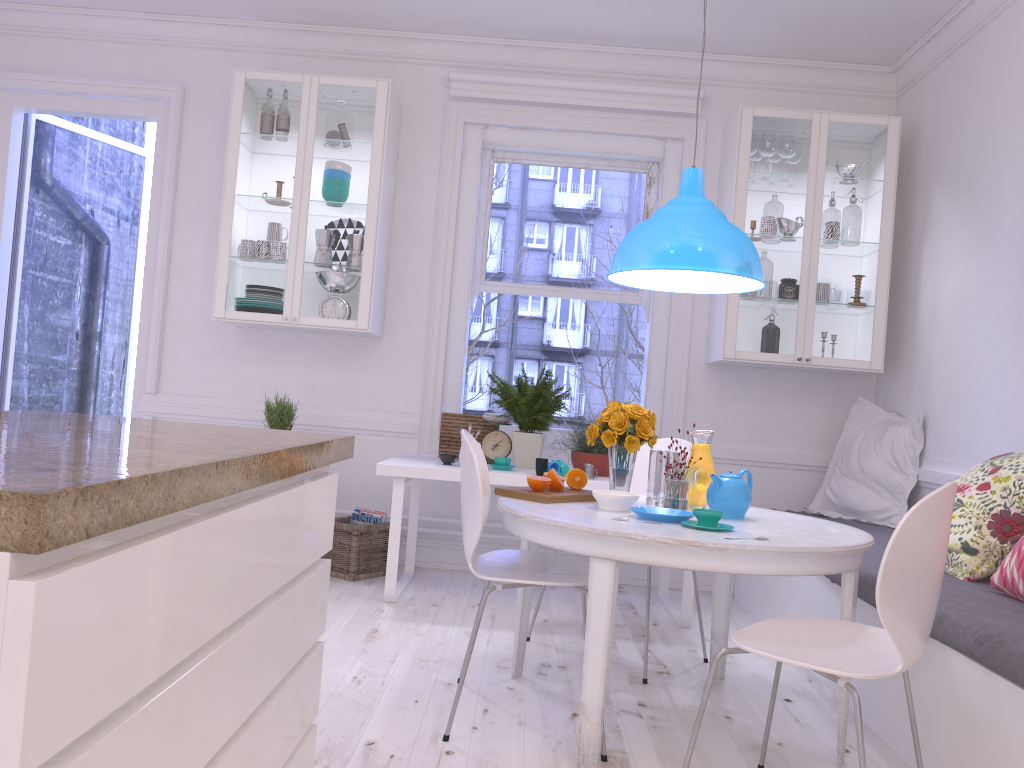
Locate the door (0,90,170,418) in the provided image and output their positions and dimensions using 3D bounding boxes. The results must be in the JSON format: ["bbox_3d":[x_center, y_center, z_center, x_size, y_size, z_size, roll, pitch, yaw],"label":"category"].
[{"bbox_3d":[-2.511,-0.393,5.533,1.009,2.474,1.021,5,-1,1],"label":"door"}]

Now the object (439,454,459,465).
[{"bbox_3d":[-0.301,0.355,4.155,0.079,0.048,0.082,6,-1,-39],"label":"object"}]

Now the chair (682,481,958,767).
[{"bbox_3d":[0.721,0.617,2.031,0.483,0.845,0.604,4,-1,36],"label":"chair"}]

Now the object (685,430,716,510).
[{"bbox_3d":[0.632,0.286,2.977,0.094,0.267,0.116,4,-1,28],"label":"object"}]

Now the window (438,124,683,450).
[{"bbox_3d":[0.276,-0.527,5.051,1.234,1.782,0.181,5,-1,1],"label":"window"}]

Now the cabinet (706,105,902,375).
[{"bbox_3d":[1.528,-0.739,4.693,0.823,1.311,0.425,5,-1,1],"label":"cabinet"}]

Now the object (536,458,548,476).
[{"bbox_3d":[0.128,0.370,3.943,0.055,0.077,0.070,4,-1,27],"label":"object"}]

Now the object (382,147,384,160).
[{"bbox_3d":[-1.082,-0.947,4.769,0.811,0.651,0.376,5,-1,1],"label":"object"}]

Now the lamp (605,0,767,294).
[{"bbox_3d":[0.695,-1.331,3.186,0.568,1.948,0.568,4,-1,35],"label":"lamp"}]

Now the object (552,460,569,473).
[{"bbox_3d":[0.218,0.375,4.013,0.069,0.059,0.082,5,-1,-21],"label":"object"}]

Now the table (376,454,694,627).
[{"bbox_3d":[0.140,0.727,4.252,1.514,0.619,0.736,5,-1,1],"label":"table"}]

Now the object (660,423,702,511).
[{"bbox_3d":[0.532,0.264,2.786,0.128,0.287,0.128,5,-1,3],"label":"object"}]

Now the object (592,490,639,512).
[{"bbox_3d":[0.321,0.365,2.763,0.147,0.052,0.147,3,-2,44],"label":"object"}]

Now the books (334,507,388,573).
[{"bbox_3d":[-0.794,0.800,4.533,0.221,0.306,0.205,4,-1,35],"label":"books"}]

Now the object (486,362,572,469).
[{"bbox_3d":[0.078,0.150,4.389,0.438,0.527,0.368,5,-1,1],"label":"object"}]

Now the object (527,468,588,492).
[{"bbox_3d":[0.134,0.320,2.995,0.129,0.075,0.285,4,-1,37],"label":"object"}]

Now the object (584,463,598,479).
[{"bbox_3d":[0.354,0.395,4.002,0.066,0.067,0.052,5,-1,2],"label":"object"}]

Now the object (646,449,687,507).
[{"bbox_3d":[0.523,0.319,3.004,0.101,0.186,0.122,4,-1,31],"label":"object"}]

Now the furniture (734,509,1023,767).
[{"bbox_3d":[1.489,0.867,3.031,0.769,0.508,3.296,5,-1,1],"label":"furniture"}]

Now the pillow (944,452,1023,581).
[{"bbox_3d":[1.675,0.448,3.069,0.509,0.447,0.592,4,-1,6],"label":"pillow"}]

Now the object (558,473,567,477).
[{"bbox_3d":[0.194,0.405,4.004,0.121,0.021,0.121,4,-2,42],"label":"object"}]

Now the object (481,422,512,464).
[{"bbox_3d":[-0.076,0.301,4.504,0.159,0.208,0.185,5,-1,1],"label":"object"}]

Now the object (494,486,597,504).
[{"bbox_3d":[0.138,0.368,2.969,0.224,0.024,0.347,4,-2,41],"label":"object"}]

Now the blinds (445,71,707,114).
[{"bbox_3d":[0.347,-1.597,4.885,1.451,0.131,0.136,5,-1,1],"label":"blinds"}]

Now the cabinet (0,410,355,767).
[{"bbox_3d":[-0.692,0.487,1.234,0.654,0.842,1.167,5,-1,1],"label":"cabinet"}]

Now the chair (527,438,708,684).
[{"bbox_3d":[0.464,0.625,3.463,0.483,0.845,0.604,6,-2,-43],"label":"chair"}]

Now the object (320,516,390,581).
[{"bbox_3d":[-0.805,0.832,4.522,0.276,0.270,0.276,4,-1,34],"label":"object"}]

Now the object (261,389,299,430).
[{"bbox_3d":[-1.165,0.198,4.475,0.186,0.367,0.196,6,-2,-44],"label":"object"}]

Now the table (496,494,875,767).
[{"bbox_3d":[0.494,0.720,2.764,1.140,0.629,1.140,4,-1,30],"label":"table"}]

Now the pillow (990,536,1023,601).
[{"bbox_3d":[1.658,0.436,2.385,0.491,0.424,0.587,5,-1,4],"label":"pillow"}]

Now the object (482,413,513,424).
[{"bbox_3d":[-0.070,0.175,4.517,0.163,0.047,0.164,6,-1,-39],"label":"object"}]

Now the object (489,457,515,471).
[{"bbox_3d":[-0.044,0.371,4.118,0.121,0.055,0.121,4,-2,42],"label":"object"}]

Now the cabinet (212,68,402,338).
[{"bbox_3d":[-1.082,-0.948,4.747,0.823,1.311,0.425,5,-1,1],"label":"cabinet"}]

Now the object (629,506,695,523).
[{"bbox_3d":[0.443,0.385,2.610,0.196,0.023,0.196,5,-1,-11],"label":"object"}]

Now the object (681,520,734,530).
[{"bbox_3d":[0.546,0.398,2.480,0.147,0.011,0.147,5,-1,4],"label":"object"}]

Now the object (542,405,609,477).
[{"bbox_3d":[0.425,0.274,4.283,0.668,0.367,0.531,4,-1,26],"label":"object"}]

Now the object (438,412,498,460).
[{"bbox_3d":[-0.228,0.277,4.614,0.294,0.237,0.028,5,-1,1],"label":"object"}]

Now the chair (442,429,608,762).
[{"bbox_3d":[0.054,0.576,2.680,0.483,0.845,0.604,5,-1,1],"label":"chair"}]

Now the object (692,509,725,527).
[{"bbox_3d":[0.548,0.377,2.480,0.088,0.043,0.088,4,-1,9],"label":"object"}]

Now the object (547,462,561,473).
[{"bbox_3d":[0.181,0.378,4.002,0.069,0.058,0.080,5,-1,-26],"label":"object"}]

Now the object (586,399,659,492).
[{"bbox_3d":[0.379,0.225,3.017,0.234,0.351,0.235,5,-1,-34],"label":"object"}]

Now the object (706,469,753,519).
[{"bbox_3d":[0.693,0.345,2.808,0.156,0.151,0.150,5,-1,5],"label":"object"}]

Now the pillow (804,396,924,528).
[{"bbox_3d":[1.821,0.383,4.499,0.374,0.642,0.677,5,-1,-28],"label":"pillow"}]
